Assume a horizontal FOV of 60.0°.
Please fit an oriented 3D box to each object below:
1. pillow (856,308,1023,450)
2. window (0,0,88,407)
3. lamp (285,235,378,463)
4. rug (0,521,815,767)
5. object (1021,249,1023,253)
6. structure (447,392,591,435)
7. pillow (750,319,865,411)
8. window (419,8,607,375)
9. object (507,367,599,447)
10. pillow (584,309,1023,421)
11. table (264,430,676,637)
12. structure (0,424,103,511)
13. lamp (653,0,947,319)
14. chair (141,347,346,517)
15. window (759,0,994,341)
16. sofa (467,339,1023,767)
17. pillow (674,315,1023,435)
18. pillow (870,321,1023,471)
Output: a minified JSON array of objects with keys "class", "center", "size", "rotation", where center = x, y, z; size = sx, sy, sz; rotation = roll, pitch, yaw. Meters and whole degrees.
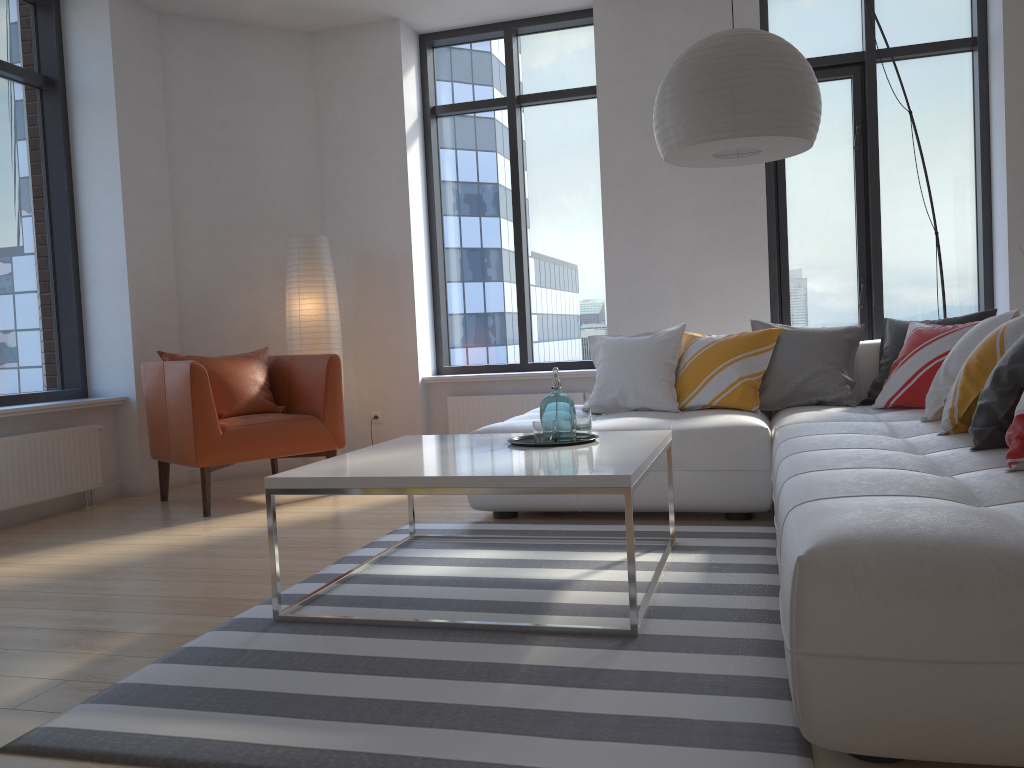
[{"class":"pillow","center":[1.775,-0.073,3.385],"size":[0.608,0.436,2.120],"rotation":[-2,3,12]},{"class":"window","center":[-2.971,-1.053,4.403],"size":[0.170,2.402,1.960],"rotation":[-2,3,16]},{"class":"lamp","center":[-1.048,-0.185,5.793],"size":[0.804,1.550,0.502],"rotation":[-4,3,-24]},{"class":"rug","center":[0.012,0.673,2.767],"size":[1.662,0.016,2.326],"rotation":[-2,3,16]},{"class":"object","center":[2.610,-0.372,3.824],"size":[0.406,0.744,0.607],"rotation":[-5,3,-34]},{"class":"structure","center":[0.068,0.298,5.940],"size":[1.015,0.460,0.110],"rotation":[-2,3,16]},{"class":"pillow","center":[1.349,-0.041,3.066],"size":[0.647,0.453,2.953],"rotation":[-3,3,4]},{"class":"window","center":[0.050,-1.287,6.192],"size":[1.310,2.402,0.170],"rotation":[-2,3,16]},{"class":"object","center":[0.141,0.075,3.181],"size":[0.330,0.265,0.330],"rotation":[-1,3,40]},{"class":"pillow","center":[1.127,-0.071,3.982],"size":[2.156,0.456,0.580],"rotation":[0,4,42]},{"class":"table","center":[-0.053,0.443,3.014],"size":[1.091,0.435,1.091],"rotation":[-2,3,16]},{"class":"structure","center":[-2.568,0.500,4.417],"size":[0.110,0.460,1.474],"rotation":[-2,3,16]},{"class":"lamp","center":[1.820,-0.799,4.120],"size":[3.199,2.647,0.710],"rotation":[-5,3,-38]},{"class":"chair","center":[-1.541,0.219,5.028],"size":[0.896,0.858,0.843],"rotation":[-5,4,-42]},{"class":"window","center":[2.262,-1.367,5.565],"size":[1.310,2.402,0.170],"rotation":[-2,3,16]},{"class":"sofa","center":[0.895,0.249,3.217],"size":[2.614,0.732,3.424],"rotation":[-2,3,16]},{"class":"pillow","center":[1.315,-0.050,3.725],"size":[0.630,0.440,2.095],"rotation":[-4,3,-27]},{"class":"pillow","center":[1.696,-0.028,3.070],"size":[0.575,0.449,2.250],"rotation":[-2,3,13]}]
